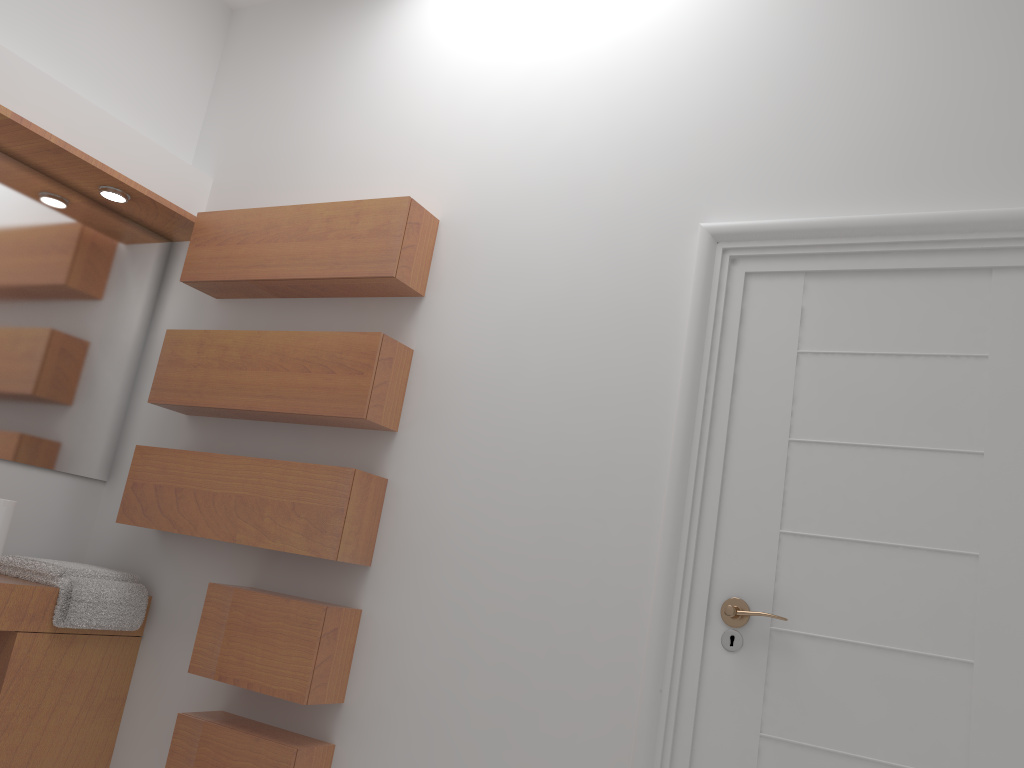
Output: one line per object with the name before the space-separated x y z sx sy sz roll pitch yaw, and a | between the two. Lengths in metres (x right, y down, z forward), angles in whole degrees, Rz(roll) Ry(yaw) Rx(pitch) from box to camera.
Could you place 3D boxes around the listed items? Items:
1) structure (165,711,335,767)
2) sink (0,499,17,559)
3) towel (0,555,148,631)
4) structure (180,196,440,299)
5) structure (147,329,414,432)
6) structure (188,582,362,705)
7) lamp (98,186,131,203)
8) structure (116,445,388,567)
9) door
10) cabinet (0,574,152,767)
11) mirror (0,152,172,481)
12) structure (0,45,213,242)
structure | -0.705 1.039 2.344 0.417 0.245 0.165 3 -15 29
sink | -1.640 0.396 2.021 0.552 0.673 0.657 3 -15 29
towel | -1.347 0.634 2.700 0.359 0.140 0.272 3 -15 29
structure | -0.651 -0.414 2.784 0.860 0.245 0.165 3 -15 29
structure | -0.719 -0.020 2.693 0.860 0.245 0.165 3 -15 29
structure | -0.647 0.703 2.422 0.417 0.245 0.165 3 -15 29
lamp | -1.273 -0.605 2.836 0.098 0.018 0.098 8 -13 9
structure | -0.782 0.347 2.609 0.860 0.245 0.165 3 -15 29
door | 0.721 0.522 1.814 0.915 1.885 0.068 3 -15 29
cabinet | -1.715 0.783 2.101 0.355 0.719 1.635 3 -15 29
mirror | -1.903 -0.445 2.045 0.022 0.887 2.600 3 -15 29
structure | -1.698 -0.979 2.104 0.287 0.240 2.606 3 -15 29
